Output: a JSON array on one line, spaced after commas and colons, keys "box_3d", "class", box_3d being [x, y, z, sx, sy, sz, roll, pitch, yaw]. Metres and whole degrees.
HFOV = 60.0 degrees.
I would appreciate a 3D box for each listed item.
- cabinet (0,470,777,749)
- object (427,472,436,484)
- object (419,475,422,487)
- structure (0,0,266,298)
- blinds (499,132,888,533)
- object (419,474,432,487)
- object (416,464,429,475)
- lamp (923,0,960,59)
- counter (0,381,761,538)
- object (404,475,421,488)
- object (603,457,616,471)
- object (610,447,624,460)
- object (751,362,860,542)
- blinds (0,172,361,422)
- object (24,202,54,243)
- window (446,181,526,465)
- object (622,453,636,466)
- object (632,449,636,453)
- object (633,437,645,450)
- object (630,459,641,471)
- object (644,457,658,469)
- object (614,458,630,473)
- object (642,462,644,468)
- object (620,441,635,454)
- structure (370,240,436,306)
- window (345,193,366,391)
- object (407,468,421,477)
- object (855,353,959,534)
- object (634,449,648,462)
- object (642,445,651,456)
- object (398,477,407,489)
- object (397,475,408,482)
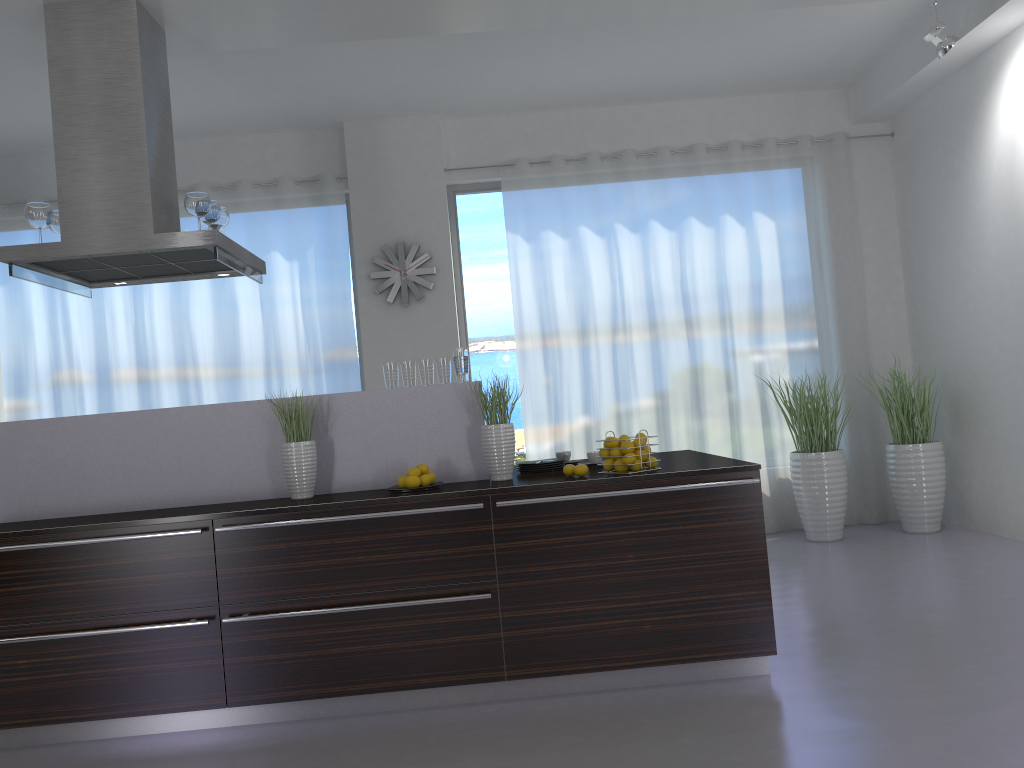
[{"box_3d": [-0.621, 0.908, 4.139, 3.285, 0.852, 1.377, -5, -1, -2], "class": "cabinet"}, {"box_3d": [-0.356, 0.406, 3.826, 0.051, 0.053, 0.063, -6, -2, 39], "class": "object"}, {"box_3d": [-0.407, 0.415, 3.815, 0.057, 0.060, 0.071, -5, -1, 0], "class": "object"}, {"box_3d": [-1.901, -1.138, 4.518, 0.981, 1.231, 0.915, -5, -1, -2], "class": "structure"}, {"box_3d": [1.444, -0.340, 7.011, 2.830, 3.112, 0.120, -5, -1, -2], "class": "blinds"}, {"box_3d": [-0.370, 0.410, 3.770, 0.061, 0.054, 0.052, -4, -2, -25], "class": "object"}, {"box_3d": [-0.386, 0.368, 3.817, 0.053, 0.048, 0.063, -4, -2, -36], "class": "object"}, {"box_3d": [2.511, -2.169, 5.209, 0.185, 0.511, 0.150, -5, -1, -2], "class": "lamp"}, {"box_3d": [-0.639, 0.685, 4.155, 3.291, 1.300, 1.302, -5, -1, -2], "class": "counter"}, {"box_3d": [-0.418, 0.413, 3.726, 0.070, 0.058, 0.060, -5, -1, -3], "class": "object"}, {"box_3d": [0.417, 0.340, 3.760, 0.060, 0.057, 0.052, -5, -1, 0], "class": "object"}, {"box_3d": [0.443, 0.292, 3.732, 0.062, 0.053, 0.052, -4, -2, -30], "class": "object"}, {"box_3d": [2.225, 0.478, 6.469, 0.713, 1.334, 0.656, -5, -1, -1], "class": "object"}, {"box_3d": [-2.805, 0.029, 6.889, 3.245, 3.112, 0.120, -5, -1, -2], "class": "blinds"}, {"box_3d": [-2.237, -0.740, 4.202, 0.125, 0.221, 0.125, -6, -2, 23], "class": "object"}, {"box_3d": [1.070, -0.489, 7.229, 3.000, 2.500, 0.100, -5, -1, -2], "class": "window"}, {"box_3d": [0.485, 0.311, 3.669, 0.061, 0.054, 0.052, -4, -2, -25], "class": "object"}, {"box_3d": [0.513, 0.299, 3.733, 0.051, 0.053, 0.062, -5, -1, 6], "class": "object"}, {"box_3d": [0.533, 0.250, 3.721, 0.051, 0.053, 0.063, -5, -2, 11], "class": "object"}, {"box_3d": [0.516, 0.337, 3.698, 0.051, 0.053, 0.063, -5, -1, 6], "class": "object"}, {"box_3d": [0.587, 0.332, 3.748, 0.053, 0.052, 0.062, -6, -2, 38], "class": "object"}, {"box_3d": [0.462, 0.341, 3.718, 0.064, 0.063, 0.074, -6, -2, 19], "class": "object"}, {"box_3d": [0.536, 0.340, 3.776, 0.050, 0.055, 0.061, -6, -2, 44], "class": "object"}, {"box_3d": [0.481, 0.266, 3.697, 0.061, 0.052, 0.053, -5, -2, 11], "class": "object"}, {"box_3d": [-0.840, -0.856, 6.851, 0.505, 0.505, 0.076, -5, -1, -2], "class": "structure"}, {"box_3d": [-2.665, -0.165, 7.122, 3.000, 2.500, 0.100, -5, -1, -2], "class": "window"}, {"box_3d": [-0.416, 0.380, 3.774, 0.061, 0.047, 0.053, -5, -1, 1], "class": "object"}, {"box_3d": [2.882, 0.421, 6.520, 0.656, 1.334, 0.713, -5, -2, -17], "class": "object"}, {"box_3d": [0.538, 0.300, 3.714, 0.061, 0.055, 0.051, -4, -2, -22], "class": "object"}, {"box_3d": [0.564, 0.284, 3.767, 0.053, 0.054, 0.061, -6, -2, 44], "class": "object"}, {"box_3d": [-0.455, 0.421, 3.772, 0.063, 0.051, 0.053, -5, -1, 2], "class": "object"}, {"box_3d": [-0.465, 0.420, 3.827, 0.052, 0.054, 0.061, -4, -2, -45], "class": "object"}]
